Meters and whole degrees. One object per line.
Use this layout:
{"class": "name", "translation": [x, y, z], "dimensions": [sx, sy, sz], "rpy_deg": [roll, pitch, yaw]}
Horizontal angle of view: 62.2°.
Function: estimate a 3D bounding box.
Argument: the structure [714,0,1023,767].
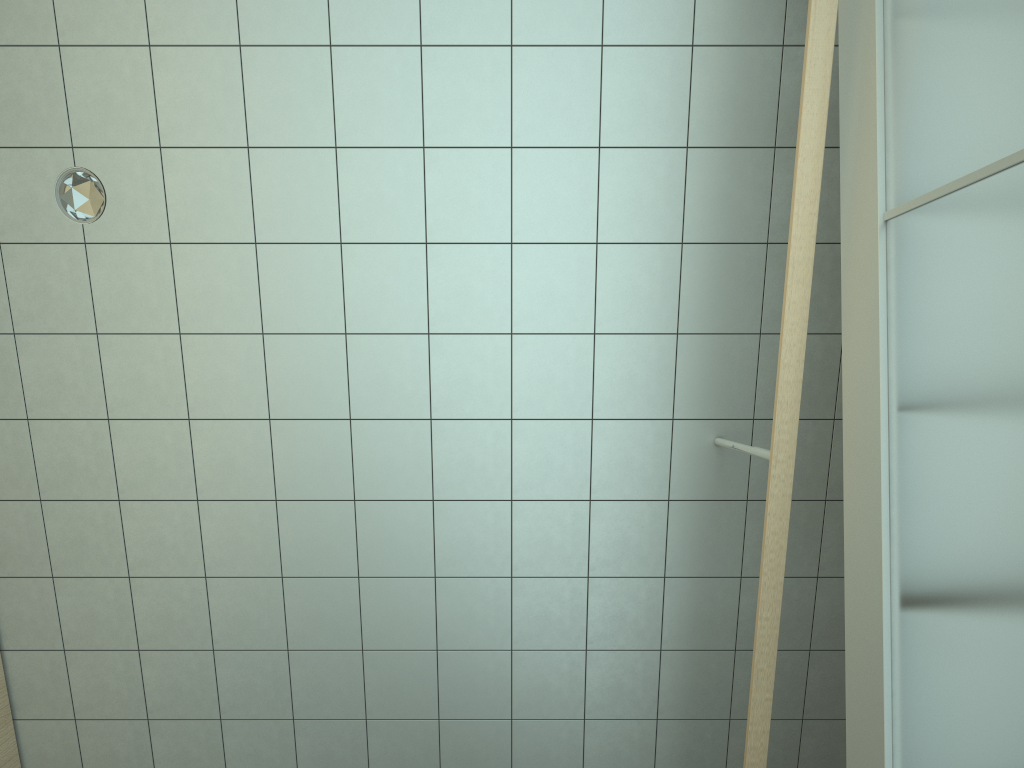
{"class": "structure", "translation": [1.741, 2.624, 2.314], "dimensions": [1.886, 3.969, 13.536], "rpy_deg": [0, 104, 0]}
